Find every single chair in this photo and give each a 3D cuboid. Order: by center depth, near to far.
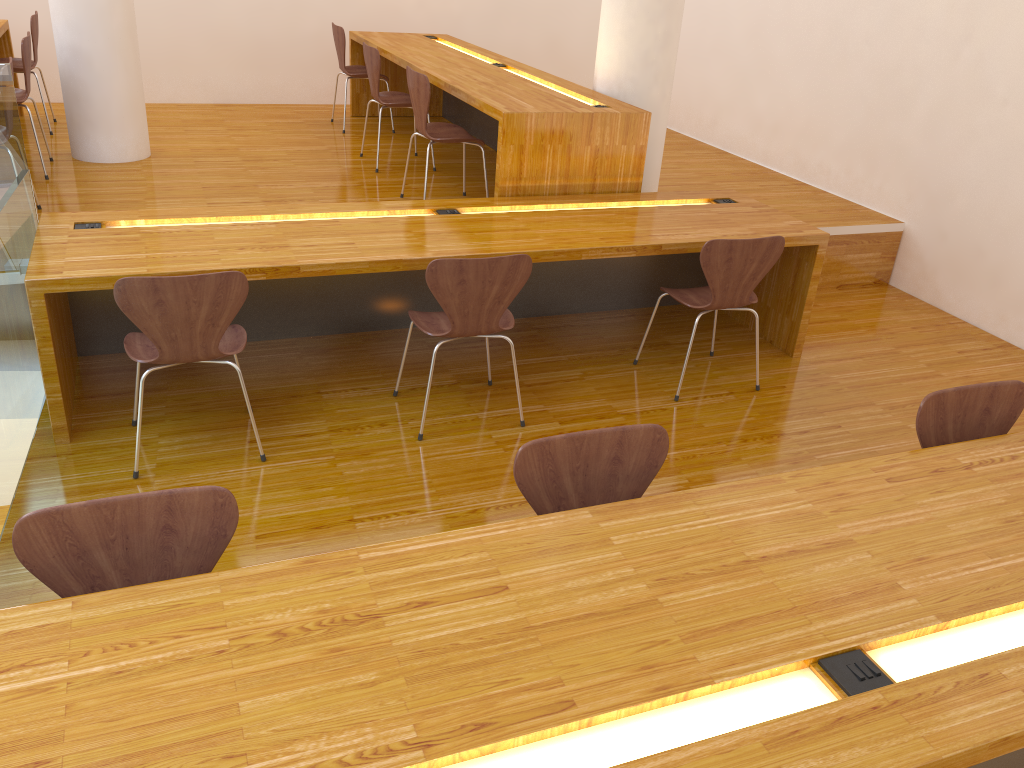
[{"bbox_3d":[-0.677,0.597,1.661,0.428,0.693,0.381,-7,29,-21],"label":"chair"},{"bbox_3d":[0.225,0.494,2.008,0.428,0.693,0.381,-7,29,-21],"label":"chair"},{"bbox_3d":[1.277,0.392,2.376,0.428,0.693,0.381,-7,29,-21],"label":"chair"},{"bbox_3d":[-1.091,-0.102,2.989,0.428,0.693,0.381,-7,29,-21],"label":"chair"},{"bbox_3d":[-0.190,-0.205,3.337,0.428,0.693,0.381,-7,29,-21],"label":"chair"},{"bbox_3d":[0.834,-0.341,3.768,0.428,0.693,0.381,-7,29,-21],"label":"chair"},{"bbox_3d":[-2.308,-1.028,3.820,0.381,0.693,0.428,-7,29,-21],"label":"chair"},{"bbox_3d":[-0.336,-1.254,4.579,0.381,0.693,0.428,-7,29,-21],"label":"chair"},{"bbox_3d":[-2.663,-1.456,4.616,0.381,0.693,0.428,-7,29,-21],"label":"chair"},{"bbox_3d":[-0.692,-1.682,5.376,0.381,0.693,0.428,-7,29,-21],"label":"chair"},{"bbox_3d":[-3.109,-1.944,5.520,0.381,0.693,0.428,-7,29,-21],"label":"chair"},{"bbox_3d":[-1.066,-2.178,6.307,0.381,0.693,0.428,-7,29,-21],"label":"chair"}]

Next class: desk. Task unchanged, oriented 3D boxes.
[{"bbox_3d":[0.559,0.931,1.646,3.236,0.918,1.285,-7,29,-21],"label":"desk"},{"bbox_3d":[-0.224,-0.394,3.815,3.185,0.606,0.760,-7,29,-21],"label":"desk"},{"bbox_3d":[-3.403,-1.381,4.253,1.527,0.785,3.243,-7,29,-21],"label":"desk"},{"bbox_3d":[-0.290,-1.682,5.525,0.760,0.606,3.185,-7,29,-21],"label":"desk"}]
